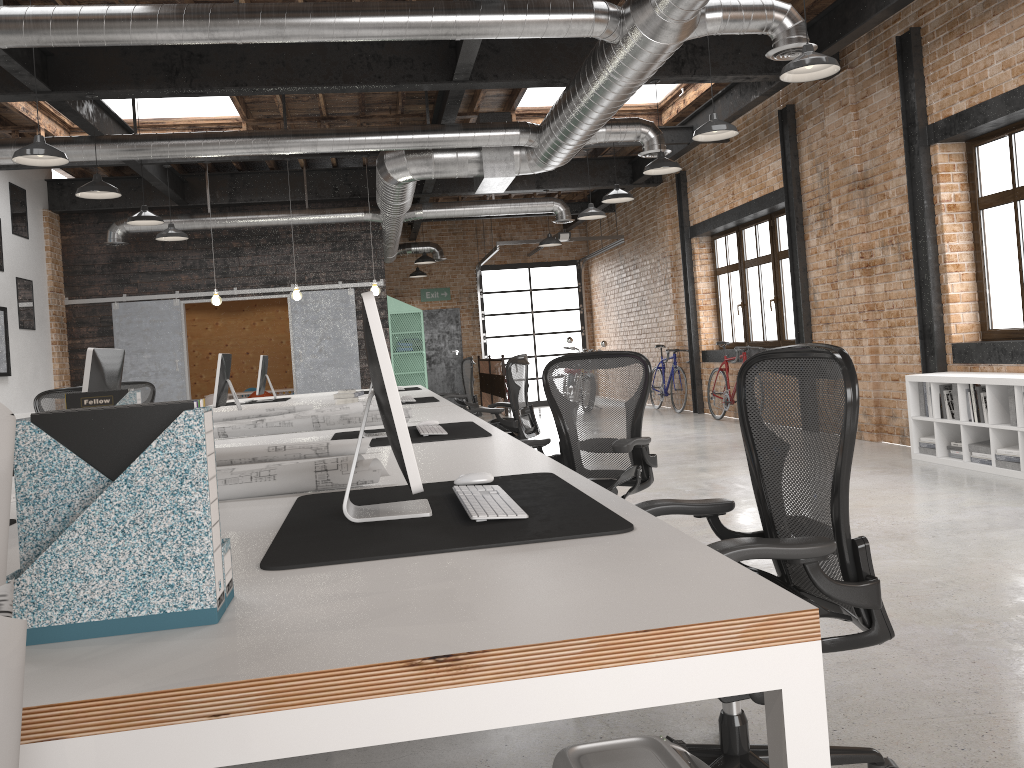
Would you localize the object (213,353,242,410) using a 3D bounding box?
[{"bbox_3d":[-2.256,0.002,6.993,0.190,0.485,0.483,-4,1,-9],"label":"object"}]

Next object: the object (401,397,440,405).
[{"bbox_3d":[-0.950,0.148,7.116,0.687,0.008,0.848,-5,2,-9],"label":"object"}]

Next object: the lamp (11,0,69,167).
[{"bbox_3d":[-3.386,-2.258,6.280,0.362,1.363,0.361,-4,-1,-16],"label":"lamp"}]

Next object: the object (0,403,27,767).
[{"bbox_3d":[-0.588,0.543,0.691,0.413,1.211,0.440,-4,0,-31],"label":"object"}]

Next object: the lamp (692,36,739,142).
[{"bbox_3d":[1.566,-2.649,7.046,0.362,1.363,0.361,-4,-1,-36],"label":"lamp"}]

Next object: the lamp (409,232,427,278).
[{"bbox_3d":[-1.892,-2.778,17.422,0.362,1.339,0.361,-4,-1,-31],"label":"lamp"}]

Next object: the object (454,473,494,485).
[{"bbox_3d":[-0.100,0.248,2.329,0.106,0.028,0.059,-4,2,-8],"label":"object"}]

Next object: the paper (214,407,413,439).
[{"bbox_3d":[-1.087,0.213,4.701,1.135,0.082,0.083,-5,1,-14],"label":"paper"}]

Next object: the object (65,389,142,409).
[{"bbox_3d":[-1.576,0.181,3.436,0.281,0.312,0.150,-4,0,-9],"label":"object"}]

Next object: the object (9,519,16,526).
[{"bbox_3d":[-1.569,0.393,1.859,0.687,0.008,0.848,-4,2,-7],"label":"object"}]

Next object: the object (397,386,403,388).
[{"bbox_3d":[-1.299,0.039,10.156,0.106,0.028,0.059,-5,2,-10],"label":"object"}]

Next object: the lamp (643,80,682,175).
[{"bbox_3d":[1.385,-2.431,8.350,0.361,0.857,0.362,-4,0,14],"label":"lamp"}]

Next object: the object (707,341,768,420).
[{"bbox_3d":[2.792,-0.030,11.225,0.402,1.040,1.736,-4,1,-14],"label":"object"}]

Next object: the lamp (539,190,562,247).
[{"bbox_3d":[0.561,-2.576,13.728,0.362,0.857,0.361,-4,0,-31],"label":"lamp"}]

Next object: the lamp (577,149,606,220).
[{"bbox_3d":[0.968,-2.504,11.074,0.361,0.857,0.362,-4,0,9],"label":"lamp"}]

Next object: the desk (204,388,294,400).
[{"bbox_3d":[-4.255,0.482,15.415,2.000,0.732,0.997,-4,1,-8],"label":"desk"}]

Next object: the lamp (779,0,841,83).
[{"bbox_3d":[1.820,-2.355,5.510,0.361,0.857,0.362,-4,0,9],"label":"lamp"}]

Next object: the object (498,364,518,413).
[{"bbox_3d":[-0.093,0.066,16.772,0.410,1.033,1.734,-4,1,-2],"label":"object"}]

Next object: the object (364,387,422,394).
[{"bbox_3d":[-1.369,0.075,9.851,0.687,0.008,0.848,-5,2,-10],"label":"object"}]

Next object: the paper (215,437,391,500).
[{"bbox_3d":[-0.912,0.271,2.881,0.976,0.105,1.075,-5,2,-11],"label":"paper"}]

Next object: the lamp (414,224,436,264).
[{"bbox_3d":[-1.518,-2.713,14.981,0.362,1.339,0.361,-4,-1,-31],"label":"lamp"}]

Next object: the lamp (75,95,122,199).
[{"bbox_3d":[-3.567,-2.040,7.583,0.362,0.857,0.362,-4,0,-1],"label":"lamp"}]

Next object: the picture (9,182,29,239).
[{"bbox_3d":[-6.414,-2.246,11.522,0.018,0.662,0.532,-4,0,-9],"label":"picture"}]

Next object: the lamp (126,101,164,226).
[{"bbox_3d":[-3.821,-2.334,9.119,0.362,1.363,0.361,-4,-1,-1],"label":"lamp"}]

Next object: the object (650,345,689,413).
[{"bbox_3d":[2.402,-0.098,13.778,0.402,1.040,1.736,-4,1,-14],"label":"object"}]

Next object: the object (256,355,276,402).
[{"bbox_3d":[-2.629,-0.064,9.432,0.190,0.485,0.483,-4,1,-9],"label":"object"}]

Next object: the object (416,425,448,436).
[{"bbox_3d":[-0.369,0.210,4.038,0.118,0.017,0.439,-4,2,-9],"label":"object"}]

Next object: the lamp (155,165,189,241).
[{"bbox_3d":[-3.984,-2.113,10.307,0.361,0.857,0.362,-4,0,9],"label":"lamp"}]

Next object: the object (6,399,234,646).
[{"bbox_3d":[-0.572,0.189,1.290,0.281,0.312,0.150,-4,0,-9],"label":"object"}]

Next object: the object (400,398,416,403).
[{"bbox_3d":[-0.837,0.127,7.096,0.118,0.017,0.439,-4,2,-9],"label":"object"}]

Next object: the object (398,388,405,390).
[{"bbox_3d":[-1.256,0.054,9.831,0.118,0.017,0.439,-4,2,-9],"label":"object"}]

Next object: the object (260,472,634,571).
[{"bbox_3d":[-0.166,0.285,1.999,0.687,0.008,0.848,-5,2,-9],"label":"object"}]

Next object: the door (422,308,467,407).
[{"bbox_3d":[-1.529,-0.527,18.676,0.998,2.100,0.218,-4,-1,-9],"label":"door"}]

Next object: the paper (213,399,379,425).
[{"bbox_3d":[-1.542,0.197,6.039,0.977,0.105,1.073,-6,3,-44],"label":"paper"}]

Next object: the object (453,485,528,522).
[{"bbox_3d":[-0.057,0.264,2.004,0.118,0.017,0.439,-4,2,-9],"label":"object"}]

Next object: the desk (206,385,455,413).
[{"bbox_3d":[-1.888,0.552,8.513,2.313,0.770,5.109,-4,2,-9],"label":"desk"}]

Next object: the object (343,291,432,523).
[{"bbox_3d":[-0.297,0.048,1.998,0.190,0.485,0.483,-4,1,-9],"label":"object"}]

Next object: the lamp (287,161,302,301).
[{"bbox_3d":[-2.609,-1.825,10.519,0.123,1.679,0.123,-4,-1,-11],"label":"lamp"}]

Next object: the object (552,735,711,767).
[{"bbox_3d":[0.222,0.824,1.331,0.250,0.466,0.338,-4,0,-9],"label":"object"}]

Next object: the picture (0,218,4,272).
[{"bbox_3d":[-6.243,-1.704,10.646,0.018,0.662,0.532,-4,0,-9],"label":"picture"}]

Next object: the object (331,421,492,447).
[{"bbox_3d":[-0.479,0.230,4.040,0.687,0.008,0.848,-4,2,-8],"label":"object"}]

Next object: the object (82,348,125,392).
[{"bbox_3d":[-1.786,0.084,3.921,0.190,0.485,0.483,-4,1,-9],"label":"object"}]

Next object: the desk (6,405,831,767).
[{"bbox_3d":[-1.113,0.688,3.454,2.313,0.770,5.109,-4,2,-9],"label":"desk"}]

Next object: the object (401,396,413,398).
[{"bbox_3d":[-0.880,0.112,7.421,0.106,0.028,0.059,-5,2,-10],"label":"object"}]

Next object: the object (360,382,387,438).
[{"bbox_3d":[-0.609,-0.006,4.033,0.190,0.485,0.483,-4,1,-9],"label":"object"}]

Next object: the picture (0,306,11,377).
[{"bbox_3d":[-6.114,-0.505,10.477,0.054,0.842,0.676,-4,0,-9],"label":"picture"}]

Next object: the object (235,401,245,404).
[{"bbox_3d":[-2.793,0.188,9.095,0.106,0.028,0.059,-4,2,-8],"label":"object"}]

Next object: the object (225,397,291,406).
[{"bbox_3d":[-2.726,0.190,9.416,0.687,0.008,0.848,-5,2,-10],"label":"object"}]

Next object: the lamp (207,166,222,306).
[{"bbox_3d":[-3.517,-1.753,10.379,0.123,1.679,0.123,-4,-1,-11],"label":"lamp"}]

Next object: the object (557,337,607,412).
[{"bbox_3d":[1.245,-0.184,16.077,0.814,1.360,2.174,-4,1,-21],"label":"object"}]

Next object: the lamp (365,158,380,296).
[{"bbox_3d":[-1.702,-1.896,10.660,0.123,1.679,0.123,-4,-1,-11],"label":"lamp"}]

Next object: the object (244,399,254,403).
[{"bbox_3d":[-2.835,0.185,9.420,0.118,0.017,0.439,-4,2,-9],"label":"object"}]

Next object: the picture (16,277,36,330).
[{"bbox_3d":[-6.329,-1.040,11.530,0.018,0.662,0.532,-4,0,-9],"label":"picture"}]

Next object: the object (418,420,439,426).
[{"bbox_3d":[-0.412,0.194,4.363,0.106,0.028,0.059,-5,2,-10],"label":"object"}]

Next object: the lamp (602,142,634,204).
[{"bbox_3d":[1.132,-2.725,9.886,0.362,1.363,0.361,-4,-1,-1],"label":"lamp"}]
